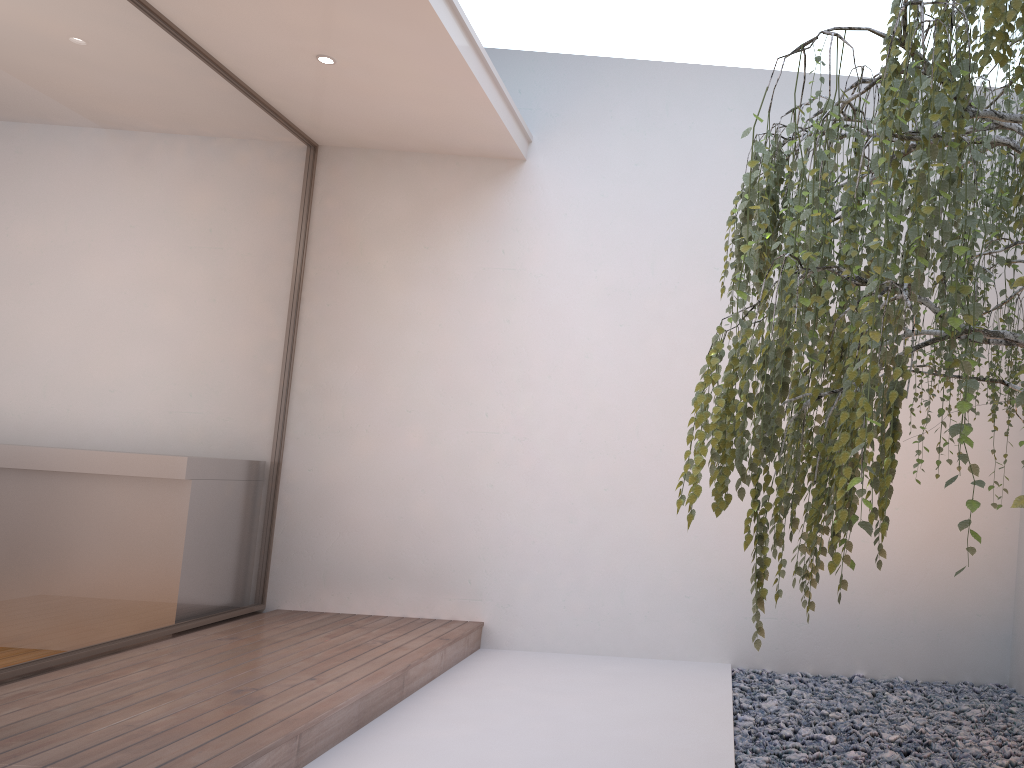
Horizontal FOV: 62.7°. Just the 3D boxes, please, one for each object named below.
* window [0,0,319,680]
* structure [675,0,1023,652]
[{"bbox_3d":[-1.770,-0.336,2.131,0.060,2.461,4.799,4,-5,15],"label":"window"},{"bbox_3d":[1.385,-0.697,2.153,1.785,3.980,2.419,4,-4,5],"label":"structure"}]
